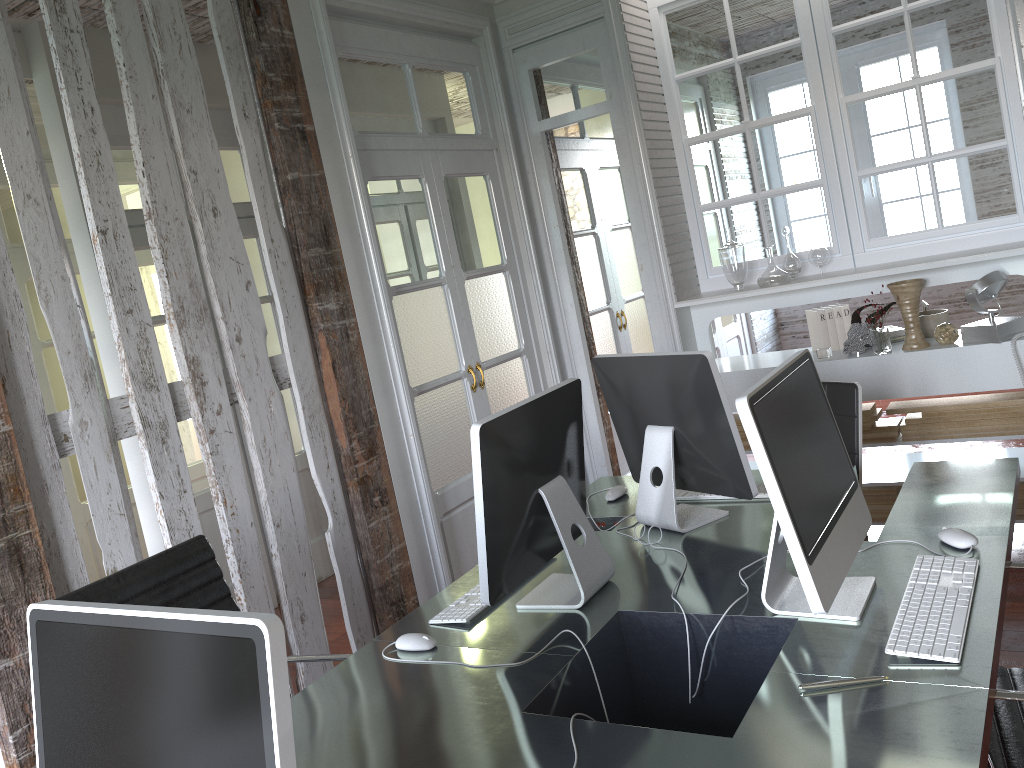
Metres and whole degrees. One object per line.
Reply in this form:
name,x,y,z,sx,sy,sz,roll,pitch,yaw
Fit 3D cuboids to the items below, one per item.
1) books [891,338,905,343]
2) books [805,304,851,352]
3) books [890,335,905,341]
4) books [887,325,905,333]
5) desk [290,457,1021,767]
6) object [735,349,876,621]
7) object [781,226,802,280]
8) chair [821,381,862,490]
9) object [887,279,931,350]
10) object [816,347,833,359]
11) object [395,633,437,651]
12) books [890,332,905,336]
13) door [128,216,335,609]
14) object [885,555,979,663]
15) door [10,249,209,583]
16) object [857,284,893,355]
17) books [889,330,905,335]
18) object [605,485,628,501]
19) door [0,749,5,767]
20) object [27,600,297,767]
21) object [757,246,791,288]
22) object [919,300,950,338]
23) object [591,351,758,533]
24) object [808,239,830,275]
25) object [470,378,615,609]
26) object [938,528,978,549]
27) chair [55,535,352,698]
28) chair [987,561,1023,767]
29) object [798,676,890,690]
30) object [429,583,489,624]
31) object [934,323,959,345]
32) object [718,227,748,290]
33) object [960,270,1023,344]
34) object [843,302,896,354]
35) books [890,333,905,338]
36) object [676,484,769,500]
books,1.681,-0.203,4.027,0.181,0.011,0.247,-12,8,-2
books,1.461,-0.256,4.062,0.150,0.192,0.144,-12,6,-2
books,1.680,-0.212,4.026,0.181,0.007,0.247,-12,8,-2
books,1.674,-0.240,4.037,0.168,0.007,0.191,-11,8,5
desk,0.283,0.896,1.773,1.296,0.724,2.530,-7,9,33
object,0.592,0.206,1.814,0.189,0.483,0.488,-8,7,33
object,1.257,-0.579,4.008,0.087,0.270,0.088,-9,5,28
chair,0.909,0.503,3.039,0.605,0.915,0.475,-14,6,-27
object,1.656,-0.288,3.679,0.144,0.277,0.143,-16,7,-43
object,1.356,-0.131,3.843,0.066,0.040,0.066,-13,7,-9
object,-0.217,0.581,2.002,0.106,0.028,0.059,-7,8,32
books,1.677,-0.227,4.036,0.168,0.007,0.190,-12,8,-2
door,-1.460,0.170,4.657,0.040,2.076,1.086,-9,6,33
object,0.810,0.417,1.691,0.118,0.017,0.443,-7,9,33
door,-2.177,0.255,5.107,0.040,2.076,1.086,-9,6,33
object,1.537,-0.270,3.698,0.128,0.286,0.129,-12,5,0
books,1.676,-0.234,4.036,0.168,0.007,0.190,-12,8,-2
object,0.334,0.349,2.854,0.059,0.028,0.107,-7,9,32
door,-1.900,0.464,2.798,1.053,2.170,0.041,-8,6,33
object,-0.415,0.512,1.100,0.482,0.483,0.191,-8,6,33
object,1.158,-0.513,3.940,0.147,0.199,0.149,-10,6,16
object,1.825,-0.284,3.875,0.159,0.152,0.218,-10,7,18
object,0.428,0.149,2.479,0.191,0.483,0.483,-15,7,-32
object,1.384,-0.559,3.987,0.094,0.187,0.095,-11,5,8
object,0.084,0.270,2.113,0.189,0.483,0.488,-8,7,33
object,0.984,0.337,1.961,0.059,0.028,0.107,-12,7,-6
chair,-0.570,0.901,1.954,0.696,1.018,0.671,-9,6,27
chair,1.018,0.613,1.675,0.696,1.018,0.671,-9,6,29
object,0.557,0.501,1.486,0.149,0.011,0.011,-10,6,9
object,-0.041,0.514,2.273,0.118,0.017,0.443,-7,9,33
object,1.777,-0.207,3.626,0.092,0.087,0.093,-14,7,-20
object,1.029,-0.569,4.105,0.130,0.314,0.129,-15,6,-32
object,1.904,-0.312,3.525,0.189,0.271,0.167,-14,6,-22
object,1.567,-0.247,3.888,0.385,0.179,0.158,-16,7,-31
books,1.678,-0.220,4.037,0.168,0.007,0.190,-12,8,-2
object,0.604,0.325,2.672,0.437,0.017,0.119,-7,9,33
